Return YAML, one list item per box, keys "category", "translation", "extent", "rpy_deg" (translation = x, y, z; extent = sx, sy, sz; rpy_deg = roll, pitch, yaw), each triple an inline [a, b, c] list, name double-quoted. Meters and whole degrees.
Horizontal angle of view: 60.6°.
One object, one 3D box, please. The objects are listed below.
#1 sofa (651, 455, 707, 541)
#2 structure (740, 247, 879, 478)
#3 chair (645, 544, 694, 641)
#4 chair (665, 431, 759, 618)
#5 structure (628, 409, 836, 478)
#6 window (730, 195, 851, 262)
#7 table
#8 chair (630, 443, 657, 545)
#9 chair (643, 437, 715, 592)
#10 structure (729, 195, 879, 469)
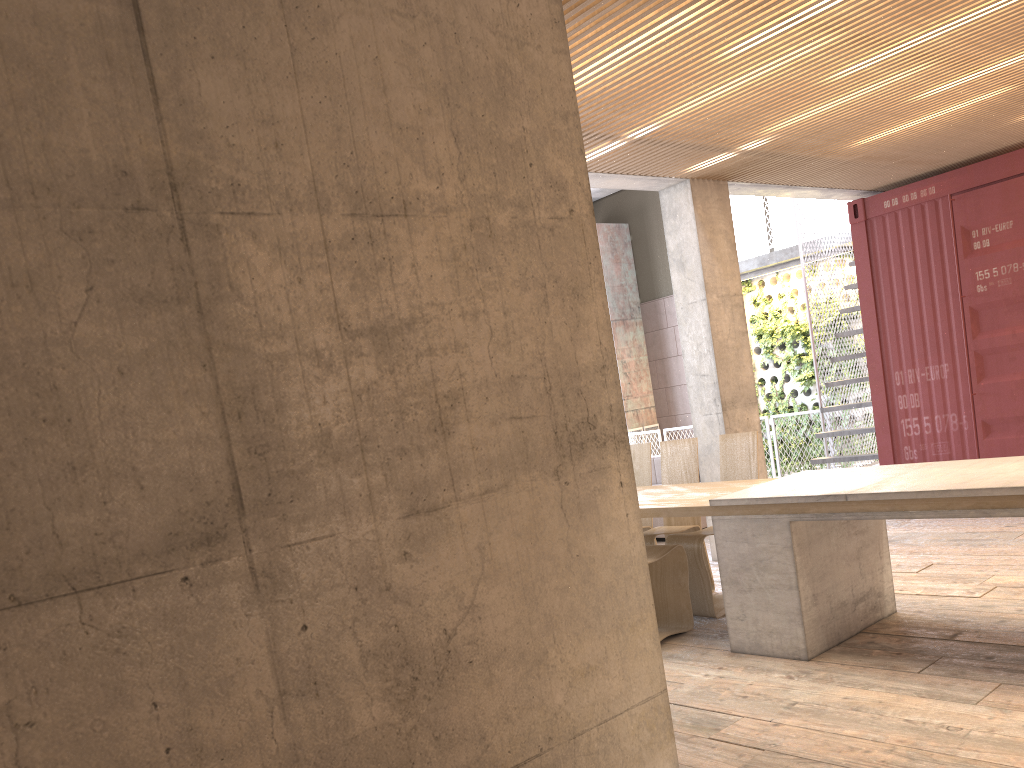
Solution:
- category: "sofa"
  translation: [0.669, 1.455, 10.259]
  extent: [2.966, 0.793, 3.024]
  rpy_deg: [-8, -2, -40]
- category: "structure"
  translation: [4.503, -0.229, 13.310]
  extent: [0.988, 3.864, 2.643]
  rpy_deg: [-14, 6, -40]
- category: "chair"
  translation: [0.765, 1.083, 5.634]
  extent: [0.351, 1.209, 0.709]
  rpy_deg: [-4, 7, 44]
- category: "chair"
  translation: [1.443, 0.988, 6.200]
  extent: [0.711, 1.209, 0.350]
  rpy_deg: [-12, 6, -34]
- category: "structure"
  translation: [3.365, 0.974, 13.402]
  extent: [1.897, 0.943, 4.467]
  rpy_deg: [-9, -2, -40]
- category: "window"
  translation: [4.628, -2.917, 12.764]
  extent: [0.108, 1.766, 3.597]
  rpy_deg: [-15, 3, -40]
- category: "table"
  translation: [1.592, 1.075, 5.426]
  extent: [0.996, 0.931, 5.233]
  rpy_deg: [-11, 0, -40]
- category: "chair"
  translation: [0.815, 1.124, 6.995]
  extent: [0.711, 1.209, 0.350]
  rpy_deg: [-12, 6, -34]
- category: "chair"
  translation: [1.126, 1.056, 6.595]
  extent: [0.709, 1.209, 0.351]
  rpy_deg: [-13, 7, -42]
- category: "structure"
  translation: [3.944, -0.759, 12.089]
  extent: [2.986, 4.364, 3.709]
  rpy_deg: [-13, 4, -40]
